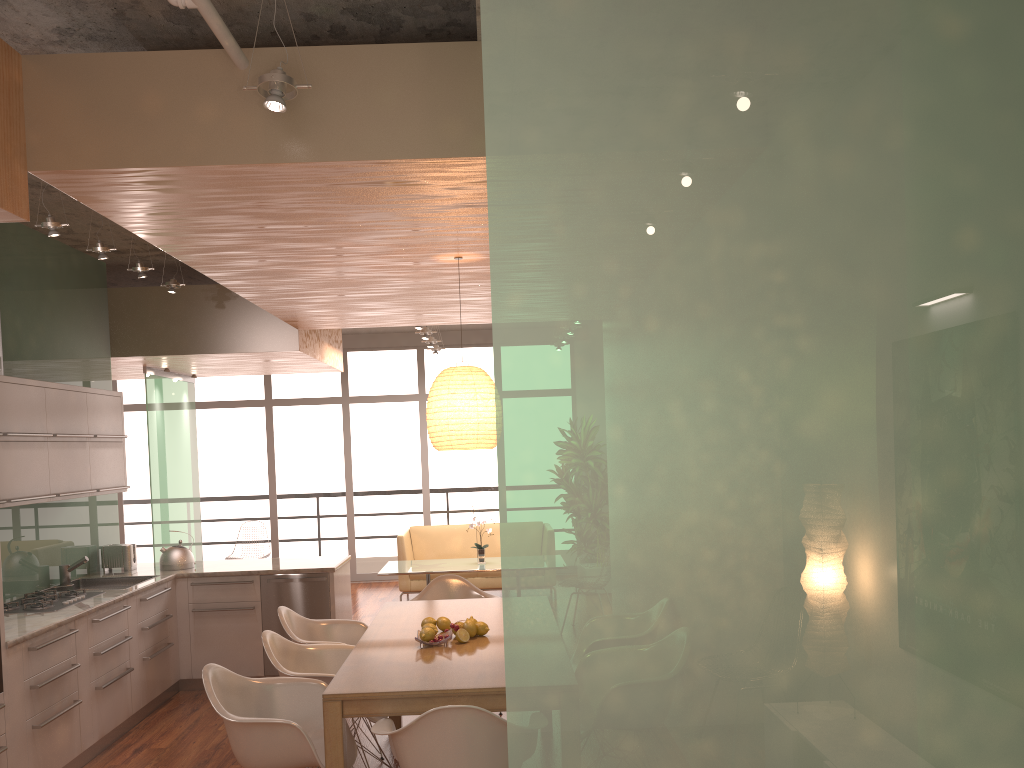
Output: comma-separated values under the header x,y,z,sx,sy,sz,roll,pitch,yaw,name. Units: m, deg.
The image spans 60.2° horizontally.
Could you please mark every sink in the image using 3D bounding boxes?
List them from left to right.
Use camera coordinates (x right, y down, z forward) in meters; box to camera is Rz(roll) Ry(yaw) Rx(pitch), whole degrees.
x,y,z,sx,sy,sz,roll,pitch,yaw,name
-2.919,1.407,6.262,0.616,0.383,0.643,-2,-2,-1,sink

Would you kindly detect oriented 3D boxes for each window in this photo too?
x,y,z,sx,sy,sz,roll,pitch,yaw,name
-3.205,1.031,11.741,8.558,3.288,0.062,-2,2,-1,window

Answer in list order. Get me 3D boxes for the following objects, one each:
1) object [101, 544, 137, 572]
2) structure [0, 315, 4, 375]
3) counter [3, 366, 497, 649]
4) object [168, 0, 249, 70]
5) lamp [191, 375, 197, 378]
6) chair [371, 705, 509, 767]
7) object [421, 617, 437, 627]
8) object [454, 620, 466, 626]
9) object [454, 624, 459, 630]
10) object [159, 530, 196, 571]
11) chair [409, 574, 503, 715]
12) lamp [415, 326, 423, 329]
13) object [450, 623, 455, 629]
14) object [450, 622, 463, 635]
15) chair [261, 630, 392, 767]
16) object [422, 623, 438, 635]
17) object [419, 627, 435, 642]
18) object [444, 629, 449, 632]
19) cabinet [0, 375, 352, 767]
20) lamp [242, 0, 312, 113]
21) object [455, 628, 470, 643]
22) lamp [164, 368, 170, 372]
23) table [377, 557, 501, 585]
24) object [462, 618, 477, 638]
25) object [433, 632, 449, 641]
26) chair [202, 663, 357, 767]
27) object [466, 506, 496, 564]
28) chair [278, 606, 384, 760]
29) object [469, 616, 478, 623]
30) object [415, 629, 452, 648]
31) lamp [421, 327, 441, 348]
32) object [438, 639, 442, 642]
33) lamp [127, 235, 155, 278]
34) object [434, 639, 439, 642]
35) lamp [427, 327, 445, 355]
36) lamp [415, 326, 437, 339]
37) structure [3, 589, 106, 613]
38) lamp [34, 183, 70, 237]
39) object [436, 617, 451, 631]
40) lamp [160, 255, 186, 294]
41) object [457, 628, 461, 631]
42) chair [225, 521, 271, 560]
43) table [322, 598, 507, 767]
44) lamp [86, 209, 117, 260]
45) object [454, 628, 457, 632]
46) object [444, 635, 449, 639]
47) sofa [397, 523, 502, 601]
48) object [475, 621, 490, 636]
x,y,z,sx,sy,sz,roll,pitch,yaw,name
-3.095,1.371,6.970,0.237,0.202,0.153,-2,0,-1,object
-3.123,-0.603,5.028,0.255,1.135,0.262,-2,1,-1,structure
-1.664,0.708,5.874,3.215,1.349,3.071,-2,-3,-1,counter
-0.937,-1.301,0.830,0.135,0.112,4.487,-2,-4,-1,object
-3.303,-0.296,9.148,0.102,0.471,0.153,-3,1,-29,lamp
-0.198,1.599,3.480,0.683,0.863,0.643,-2,0,-6,chair
-0.441,1.270,4.665,0.078,0.077,0.080,-2,-1,-15,object
-0.265,1.218,4.498,0.070,0.022,0.065,1,-4,-41,object
-0.279,1.225,4.449,0.024,0.026,0.026,-2,-1,-20,object
-2.648,1.305,6.965,0.263,0.306,0.261,-2,-1,15,object
-0.380,1.780,6.057,0.682,0.863,0.644,-2,0,-16,chair
-0.898,-0.770,8.488,0.198,0.484,0.134,-3,1,-34,lamp
-0.302,1.228,4.478,0.026,0.026,0.024,-3,-1,31,object
-0.265,1.255,4.517,0.083,0.075,0.079,-1,-2,-37,object
-0.953,1.702,4.596,0.642,0.862,0.685,-2,0,-6,chair
-0.421,1.259,4.511,0.081,0.072,0.083,-2,-2,-12,object
-0.414,1.229,4.327,0.082,0.071,0.080,-1,-2,-24,object
-0.338,1.284,4.581,0.026,0.026,0.024,-2,-1,-2,object
-2.288,1.087,5.280,1.914,2.277,4.249,-2,-3,-1,cabinet
-0.784,-1.150,2.920,0.198,0.484,0.134,-3,1,-34,lamp
-0.249,1.245,4.365,0.063,0.069,0.074,-3,-1,36,object
-3.287,-0.348,8.386,0.102,0.471,0.153,-3,1,-29,lamp
-0.385,2.136,9.118,1.870,0.560,0.941,-2,-2,-1,table
-0.215,1.234,4.464,0.074,0.094,0.075,-2,0,7,object
-0.348,1.255,4.366,0.076,0.043,0.092,-5,-4,45,object
-1.013,1.651,3.903,0.642,0.850,0.685,-2,-1,-6,chair
-0.321,1.554,9.074,0.298,0.590,0.371,-2,0,-7,object
-1.059,1.753,5.302,0.642,0.862,0.685,-2,0,-6,chair
-0.207,1.248,4.556,0.072,0.100,0.073,-2,0,34,object
-0.383,1.252,4.335,0.174,0.060,0.174,-2,-3,-1,object
-0.931,-0.658,10.127,0.198,0.484,0.134,-3,1,-34,lamp
-0.350,1.259,4.311,0.025,0.026,0.026,-3,-1,28,object
-2.390,-0.916,5.661,0.152,0.471,0.103,-3,2,-33,lamp
-0.368,1.260,4.325,0.026,0.025,0.026,-3,-1,23,object
-0.948,-0.602,10.947,0.198,0.484,0.134,-3,1,-34,lamp
-0.915,-0.714,9.307,0.198,0.484,0.134,-3,1,-34,lamp
-2.929,1.349,5.522,0.489,0.038,0.677,-2,-4,-1,structure
-2.367,-0.993,4.524,0.152,0.471,0.103,-3,2,-33,lamp
-0.357,1.265,4.651,0.078,0.078,0.081,-2,-1,-26,object
-2.402,-0.877,6.229,0.152,0.471,0.103,-3,2,-33,lamp
-0.262,1.243,4.445,0.026,0.026,0.024,-2,-1,-2,object
-3.364,2.222,11.309,0.543,0.902,0.560,-2,0,-1,chair
-0.253,1.699,4.581,1.026,0.810,2.075,-2,-3,-1,table
-2.378,-0.954,5.092,0.152,0.471,0.103,-3,2,-33,lamp
-0.282,1.239,4.462,0.024,0.026,0.026,-2,-1,-20,object
-0.320,1.244,4.336,0.026,0.026,0.023,-2,-1,12,object
-0.405,2.084,10.394,1.801,0.839,0.879,-2,-1,-1,sofa
-0.161,1.250,4.511,0.081,0.072,0.083,-2,-2,-12,object
